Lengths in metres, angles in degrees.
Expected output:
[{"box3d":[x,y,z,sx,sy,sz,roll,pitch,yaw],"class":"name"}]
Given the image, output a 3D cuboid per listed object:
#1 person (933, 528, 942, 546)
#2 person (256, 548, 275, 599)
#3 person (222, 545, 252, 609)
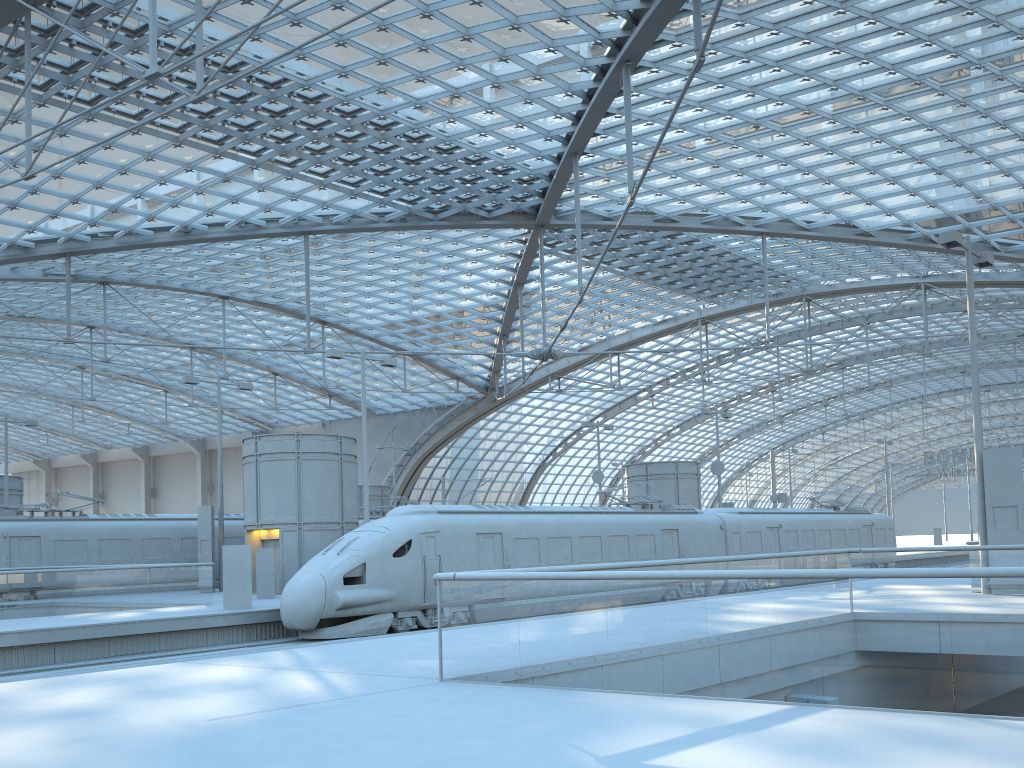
[{"box3d":[37.929,13.615,78.278,0.001,1.603,0.715,1,-5,-41],"class":"person"},{"box3d":[-7.645,5.901,27.285,0.712,1.603,0.001,-3,-3,23],"class":"person"},{"box3d":[-7.112,5.028,22.784,0.877,1.696,0.001,-3,-3,18],"class":"person"}]
